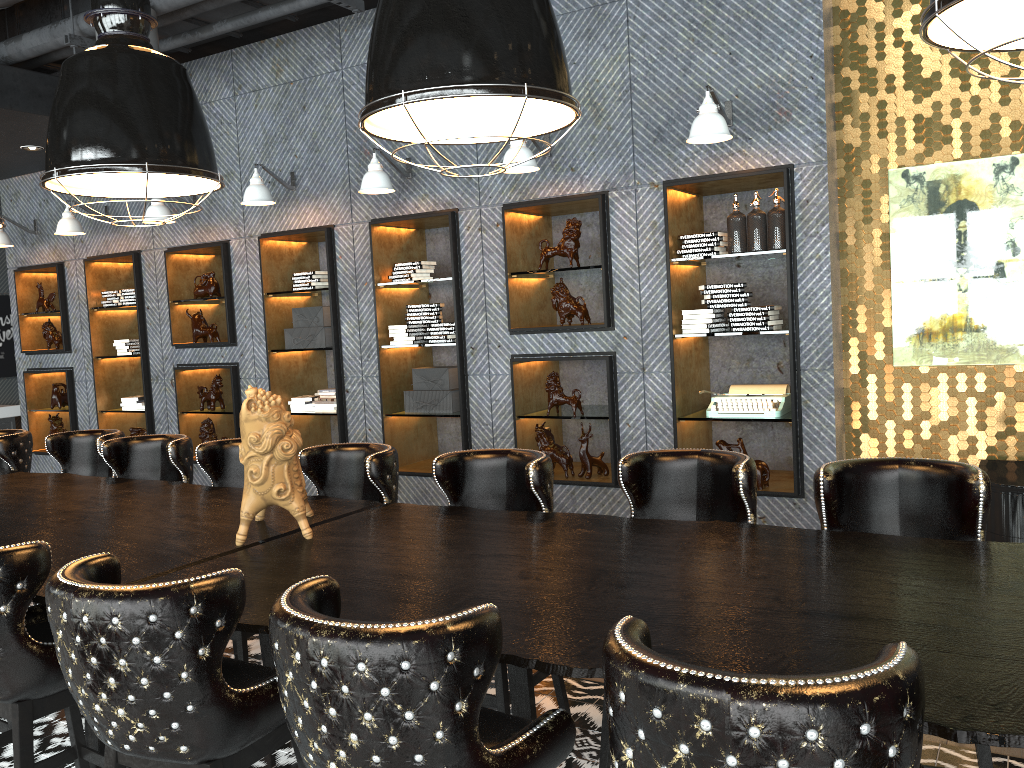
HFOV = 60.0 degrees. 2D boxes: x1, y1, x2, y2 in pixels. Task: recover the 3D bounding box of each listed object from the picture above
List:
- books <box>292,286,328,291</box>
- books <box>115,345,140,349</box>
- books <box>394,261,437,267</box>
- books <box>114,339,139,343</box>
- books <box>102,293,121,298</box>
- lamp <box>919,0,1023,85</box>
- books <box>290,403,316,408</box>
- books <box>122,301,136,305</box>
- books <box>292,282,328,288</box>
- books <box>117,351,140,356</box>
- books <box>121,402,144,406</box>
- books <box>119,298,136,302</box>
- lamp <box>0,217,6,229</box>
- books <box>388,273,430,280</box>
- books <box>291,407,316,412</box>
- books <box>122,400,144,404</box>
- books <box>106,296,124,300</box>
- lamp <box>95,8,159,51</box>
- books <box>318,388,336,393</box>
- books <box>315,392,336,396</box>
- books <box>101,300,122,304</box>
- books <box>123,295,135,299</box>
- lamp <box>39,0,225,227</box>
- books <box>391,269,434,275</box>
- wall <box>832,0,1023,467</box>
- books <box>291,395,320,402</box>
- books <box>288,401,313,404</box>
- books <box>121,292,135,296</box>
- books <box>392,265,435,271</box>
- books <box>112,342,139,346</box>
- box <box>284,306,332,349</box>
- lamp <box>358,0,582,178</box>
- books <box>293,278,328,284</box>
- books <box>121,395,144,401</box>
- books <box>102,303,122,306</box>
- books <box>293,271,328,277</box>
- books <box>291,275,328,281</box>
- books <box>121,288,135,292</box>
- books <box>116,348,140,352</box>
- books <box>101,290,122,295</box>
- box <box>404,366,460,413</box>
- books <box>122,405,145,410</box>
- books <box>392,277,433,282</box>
[{"bbox_3d":[-1.552,-0.741,6.888,0.245,0.028,0.194,-1,5,31],"label":"books"},{"bbox_3d":[-3.410,-0.336,8.001,0.193,0.028,0.246,-1,5,31],"label":"books"},{"bbox_3d":[-0.698,-0.864,6.402,0.245,0.028,0.194,-1,5,31],"label":"books"},{"bbox_3d":[-3.430,-0.392,8.008,0.193,0.028,0.246,-1,5,24],"label":"books"},{"bbox_3d":[-3.577,-0.807,8.075,0.245,0.028,0.194,0,5,36],"label":"books"},{"bbox_3d":[1.082,-1.751,1.665,0.621,2.301,0.622,-4,4,-14],"label":"lamp"},{"bbox_3d":[-1.618,0.162,7.004,0.227,0.024,0.166,-3,4,-1],"label":"books"},{"bbox_3d":[-3.324,-0.725,7.935,0.245,0.028,0.194,-2,4,10],"label":"books"},{"bbox_3d":[-1.551,-0.769,6.873,0.245,0.028,0.194,1,6,42],"label":"books"},{"bbox_3d":[-3.402,-0.281,8.013,0.193,0.028,0.246,-1,5,27],"label":"books"},{"bbox_3d":[-3.404,0.179,8.058,0.227,0.024,0.166,-2,5,17],"label":"books"},{"bbox_3d":[-3.347,-0.751,7.926,0.245,0.028,0.194,-2,5,18],"label":"books"},{"bbox_3d":[-2.680,-1.718,3.908,0.621,2.301,0.622,-4,4,-14],"label":"lamp"},{"bbox_3d":[-0.740,-0.776,6.389,0.245,0.028,0.194,1,6,42],"label":"books"},{"bbox_3d":[-1.599,0.190,7.006,0.243,0.034,0.180,-2,4,10],"label":"books"},{"bbox_3d":[-3.396,0.153,8.076,0.175,0.024,0.243,-1,5,22],"label":"books"},{"bbox_3d":[-3.555,-0.783,8.111,0.245,0.028,0.194,0,6,38],"label":"books"},{"bbox_3d":[-2.314,-2.473,5.259,0.380,1.045,0.382,-6,5,-33],"label":"lamp"},{"bbox_3d":[-1.370,0.047,6.838,0.212,0.024,0.185,-1,5,25],"label":"books"},{"bbox_3d":[-1.376,0.071,6.817,0.206,0.020,0.197,0,5,32],"label":"books"},{"bbox_3d":[-3.596,-0.750,8.081,0.245,0.028,0.194,1,6,43],"label":"books"},{"bbox_3d":[-3.323,-0.785,7.971,0.245,0.028,0.194,-2,5,13],"label":"books"},{"bbox_3d":[-1.426,-1.729,3.160,0.621,2.301,0.622,-4,4,-14],"label":"lamp"},{"bbox_3d":[-0.714,-0.806,6.394,0.245,0.028,0.194,0,6,39],"label":"books"},{"bbox_3d":[2.762,-1.029,4.445,2.445,4.379,0.025,-1,5,31],"label":"wall"},{"bbox_3d":[-1.606,0.112,6.997,0.179,0.029,0.225,-2,5,16],"label":"books"},{"bbox_3d":[-1.626,0.137,7.034,0.175,0.024,0.243,-1,5,30],"label":"books"},{"bbox_3d":[-3.329,-0.809,7.929,0.245,0.028,0.194,-2,4,11],"label":"books"},{"bbox_3d":[-0.708,-0.835,6.399,0.245,0.028,0.194,-1,5,23],"label":"books"},{"bbox_3d":[-3.434,-0.363,8.000,0.193,0.028,0.246,0,5,34],"label":"books"},{"bbox_3d":[-1.556,-0.442,6.916,0.419,0.315,0.298,-1,5,31],"label":"box"},{"bbox_3d":[-0.172,-1.740,2.413,0.621,2.301,0.622,-4,4,-14],"label":"lamp"},{"bbox_3d":[-1.536,-0.798,6.872,0.245,0.028,0.194,-1,5,22],"label":"books"},{"bbox_3d":[-3.401,0.129,8.056,0.179,0.029,0.225,-2,5,14],"label":"books"},{"bbox_3d":[-3.572,-0.723,8.080,0.245,0.028,0.194,0,5,35],"label":"books"},{"bbox_3d":[-1.542,-0.854,6.870,0.245,0.028,0.194,0,5,34],"label":"books"},{"bbox_3d":[-1.565,-0.827,6.910,0.245,0.028,0.194,0,6,37],"label":"books"},{"bbox_3d":[-3.329,-0.837,7.927,0.245,0.028,0.194,-3,4,3],"label":"books"},{"bbox_3d":[-3.385,-0.306,7.964,0.193,0.028,0.246,1,6,40],"label":"books"},{"bbox_3d":[-3.577,-0.835,8.072,0.245,0.028,0.194,-1,5,28],"label":"books"},{"bbox_3d":[-0.563,0.041,6.387,0.419,0.315,0.323,-1,5,31],"label":"box"},{"bbox_3d":[-3.385,0.207,8.059,0.243,0.034,0.180,-3,4,0],"label":"books"},{"bbox_3d":[-0.714,-0.748,6.377,0.194,0.028,0.245,-7,6,-43],"label":"books"}]
